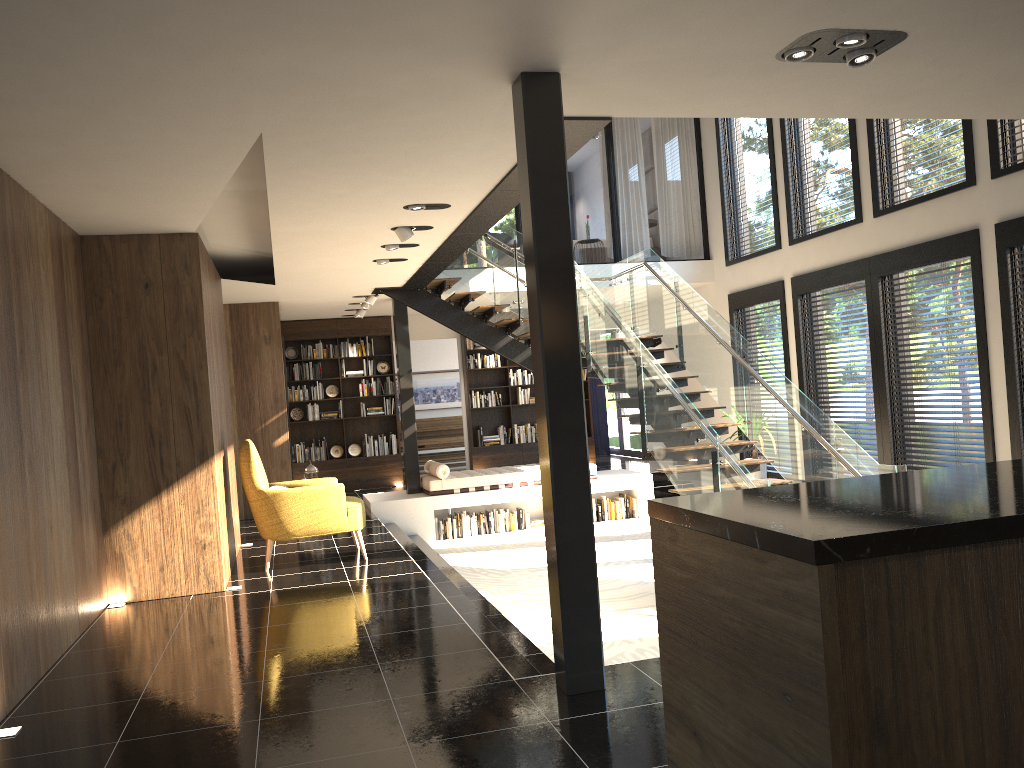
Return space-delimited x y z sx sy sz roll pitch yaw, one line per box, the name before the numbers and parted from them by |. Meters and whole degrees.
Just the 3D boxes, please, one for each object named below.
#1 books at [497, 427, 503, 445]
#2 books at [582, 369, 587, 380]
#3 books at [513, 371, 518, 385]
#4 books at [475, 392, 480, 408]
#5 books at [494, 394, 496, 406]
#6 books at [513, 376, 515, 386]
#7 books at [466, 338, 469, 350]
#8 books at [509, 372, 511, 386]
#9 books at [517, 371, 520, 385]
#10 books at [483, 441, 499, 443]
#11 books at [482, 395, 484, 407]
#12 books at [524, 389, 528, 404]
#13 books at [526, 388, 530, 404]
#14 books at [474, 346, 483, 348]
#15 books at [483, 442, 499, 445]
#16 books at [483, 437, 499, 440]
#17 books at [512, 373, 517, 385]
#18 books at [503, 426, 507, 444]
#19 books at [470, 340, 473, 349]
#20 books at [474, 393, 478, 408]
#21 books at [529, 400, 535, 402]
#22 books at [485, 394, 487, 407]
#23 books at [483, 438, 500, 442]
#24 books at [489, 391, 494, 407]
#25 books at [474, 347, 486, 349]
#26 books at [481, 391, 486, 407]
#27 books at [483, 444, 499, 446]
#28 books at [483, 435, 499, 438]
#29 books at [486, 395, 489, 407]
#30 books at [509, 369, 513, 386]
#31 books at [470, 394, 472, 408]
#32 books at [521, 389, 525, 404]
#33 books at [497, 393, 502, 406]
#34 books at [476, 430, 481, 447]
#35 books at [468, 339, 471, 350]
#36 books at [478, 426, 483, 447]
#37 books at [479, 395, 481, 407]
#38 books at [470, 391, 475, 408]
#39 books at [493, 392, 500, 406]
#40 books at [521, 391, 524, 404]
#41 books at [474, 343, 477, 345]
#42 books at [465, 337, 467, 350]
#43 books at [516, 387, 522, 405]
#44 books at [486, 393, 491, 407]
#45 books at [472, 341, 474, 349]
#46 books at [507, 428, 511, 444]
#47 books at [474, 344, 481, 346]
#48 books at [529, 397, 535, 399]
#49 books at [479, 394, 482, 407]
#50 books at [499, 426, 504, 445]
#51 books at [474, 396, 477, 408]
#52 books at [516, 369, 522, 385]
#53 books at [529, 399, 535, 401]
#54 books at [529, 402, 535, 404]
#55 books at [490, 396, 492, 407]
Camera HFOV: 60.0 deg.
books | -0.193 0.852 14.501 0.030 0.284 0.177 -4 0 -14
books | 1.204 -0.155 14.865 0.051 0.194 0.192 -4 0 -14
books | 0.061 -0.091 14.552 0.027 0.228 0.208 -4 0 -14
books | -0.565 0.258 14.408 0.029 0.258 0.181 -4 0 -14
books | -0.304 0.266 14.493 0.030 0.205 0.170 -4 0 -14
books | 0.009 -0.055 14.560 0.027 0.162 0.126 -4 0 -14
books | -0.735 -0.677 14.392 0.032 0.250 0.167 -4 0 -14
books | -0.052 -0.083 14.547 0.030 0.228 0.176 -4 0 -14
books | 0.085 -0.099 14.567 0.027 0.239 0.153 -4 0 -14
books | -0.354 0.944 14.489 0.271 0.025 0.156 -4 -1 -13
books | -0.490 0.283 14.431 0.024 0.197 0.173 -4 0 -14
books | 0.208 0.208 14.560 0.036 0.244 0.194 -4 0 -14
books | 0.250 0.197 14.603 0.067 0.261 0.159 -4 0 -14
books | -0.492 -0.607 14.455 0.273 0.025 0.156 -4 -1 -17
books | -0.349 0.968 14.477 0.258 0.024 0.167 -4 -1 -13
books | -0.358 0.888 14.489 0.271 0.025 0.156 -4 -1 -13
books | 0.036 -0.074 14.553 0.024 0.197 0.175 -4 0 -14
books | -0.134 0.839 14.531 0.036 0.302 0.186 -4 0 -14
books | -0.680 -0.671 14.388 0.030 0.231 0.200 -4 0 -14
books | -0.594 0.267 14.419 0.023 0.245 0.159 -4 0 -14
books | 0.398 0.279 14.637 0.275 0.025 0.156 -4 -1 -18
books | -0.445 0.270 14.461 0.021 0.216 0.170 -4 0 -14
books | -0.352 0.915 14.475 0.287 0.030 0.176 -4 -1 -17
books | -0.328 0.242 14.462 0.029 0.256 0.167 -4 0 -14
books | -0.490 -0.582 14.452 0.268 0.026 0.156 -4 -1 -10
books | -0.468 0.244 14.442 0.029 0.272 0.152 -4 0 -14
books | -0.351 0.993 14.493 0.247 0.026 0.148 -4 -1 -15
books | -0.357 0.863 14.479 0.257 0.024 0.167 -4 -1 -14
books | -0.416 0.280 14.462 0.033 0.193 0.172 -4 0 -14
books | -0.023 -0.107 14.553 0.031 0.272 0.158 -4 0 -14
books | -0.676 0.277 14.414 0.028 0.237 0.134 -4 0 -14
books | 0.170 0.210 14.576 0.030 0.245 0.166 -4 0 -14
books | -0.209 0.256 14.500 0.028 0.210 0.169 -4 0 -14
books | -0.544 0.884 14.444 0.025 0.270 0.156 -4 0 -14
books | -0.706 -0.662 14.392 0.021 0.217 0.180 -4 0 -14
books | -0.510 0.846 14.407 0.028 0.340 0.203 -4 0 -14
books | -0.541 0.282 14.427 0.022 0.207 0.130 -4 0 -14
books | -0.643 0.252 14.389 0.028 0.282 0.169 -4 0 -14
books | -0.257 0.247 14.485 0.070 0.236 0.206 -4 0 -14
books | 0.153 0.224 14.538 0.023 0.218 0.196 -4 0 -14
books | -0.497 -0.657 14.461 0.270 0.025 0.156 -4 -1 -14
books | -0.766 -0.681 14.393 0.026 0.263 0.156 -4 0 -14
books | 0.116 0.195 14.566 0.030 0.284 0.176 -4 0 -14
books | -0.383 0.263 14.457 0.030 0.222 0.190 -4 0 -14
books | -0.654 -0.703 14.395 0.028 0.290 0.170 -4 0 -14
books | -0.057 0.857 14.555 0.075 0.254 0.181 -4 0 -14
books | -0.494 -0.632 14.456 0.250 0.026 0.148 -4 -1 -10
books | 0.394 0.229 14.639 0.274 0.025 0.156 -4 -1 -11
books | -0.518 0.270 14.433 0.028 0.227 0.136 -4 0 -14
books | -0.168 0.837 14.527 0.031 0.310 0.169 -4 0 -14
books | -0.612 0.291 14.394 0.028 0.199 0.175 -4 0 -14
books | 0.112 -0.110 14.568 0.028 0.258 0.208 -4 0 -14
books | 0.397 0.254 14.634 0.261 0.024 0.167 -4 -1 -18
books | 0.399 0.304 14.639 0.274 0.025 0.156 -4 -1 -17
books | -0.357 0.287 14.476 0.027 0.171 0.146 -4 0 -14
